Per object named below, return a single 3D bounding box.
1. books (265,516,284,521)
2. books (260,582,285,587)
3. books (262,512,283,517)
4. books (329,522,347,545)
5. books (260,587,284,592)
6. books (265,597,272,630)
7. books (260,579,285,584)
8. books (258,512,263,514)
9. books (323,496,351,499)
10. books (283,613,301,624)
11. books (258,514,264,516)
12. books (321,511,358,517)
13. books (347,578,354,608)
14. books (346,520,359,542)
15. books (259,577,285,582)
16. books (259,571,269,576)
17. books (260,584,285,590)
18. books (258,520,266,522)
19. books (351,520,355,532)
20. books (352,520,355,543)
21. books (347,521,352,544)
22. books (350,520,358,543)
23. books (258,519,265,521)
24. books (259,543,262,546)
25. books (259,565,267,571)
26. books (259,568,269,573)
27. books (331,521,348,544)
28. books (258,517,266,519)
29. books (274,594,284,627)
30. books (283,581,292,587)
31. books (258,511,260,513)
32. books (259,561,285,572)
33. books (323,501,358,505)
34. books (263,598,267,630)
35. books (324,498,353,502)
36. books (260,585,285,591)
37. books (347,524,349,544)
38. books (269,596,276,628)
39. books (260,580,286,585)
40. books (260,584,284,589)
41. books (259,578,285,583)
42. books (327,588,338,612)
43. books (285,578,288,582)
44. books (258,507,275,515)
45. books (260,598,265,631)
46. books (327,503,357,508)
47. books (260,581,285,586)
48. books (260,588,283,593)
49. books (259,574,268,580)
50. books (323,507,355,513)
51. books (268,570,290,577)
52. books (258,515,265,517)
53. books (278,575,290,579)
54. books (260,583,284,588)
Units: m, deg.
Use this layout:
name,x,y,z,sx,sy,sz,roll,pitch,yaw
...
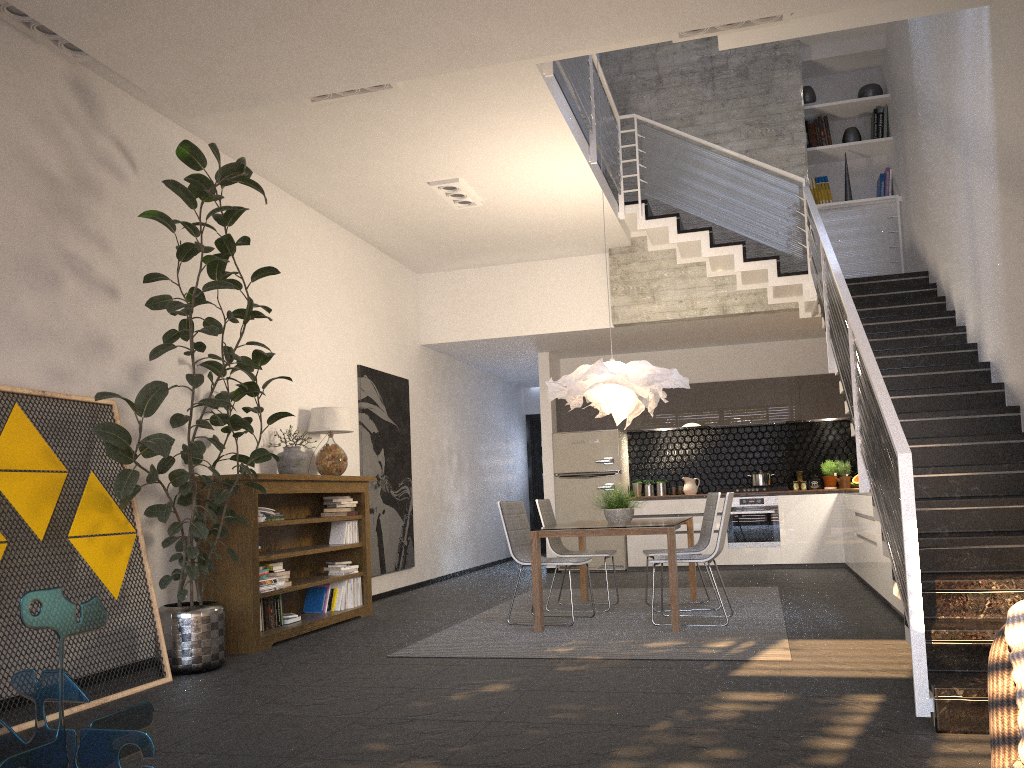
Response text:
name,x,y,z,sx,sy,sz,roll,pitch,yaw
books,-1.776,0.967,6.344,0.180,0.034,0.244,-5,-8,18
books,-1.749,1.386,6.116,0.219,0.006,0.306,-5,-8,20
books,-1.774,0.937,6.336,0.166,0.023,0.228,-5,-8,19
books,-1.436,1.233,7.316,0.135,0.181,0.078,-4,-5,15
books,-1.744,1.416,6.103,0.219,0.007,0.306,-5,-8,20
books,-1.790,1.617,6.236,0.171,0.224,0.083,-4,-5,15
books,-1.747,1.367,6.116,0.219,0.007,0.306,-5,-8,19
books,-1.862,0.899,6.124,0.252,0.011,0.320,-1,-7,-13
books,-1.473,0.958,7.460,0.205,0.022,0.156,-2,-7,0
books,-1.680,1.733,6.531,0.270,0.050,0.259,2,-8,-29
books,-1.851,0.911,6.139,0.252,0.011,0.320,-1,-7,-13
books,-1.440,1.087,7.401,0.230,0.034,0.287,-3,-7,8
books,-1.395,1.728,7.316,0.175,0.242,0.024,-4,-4,15
books,-1.372,1.257,7.545,0.135,0.188,0.031,-4,-4,15
books,-1.750,1.351,6.120,0.219,0.013,0.306,-5,-8,20
books,-1.812,1.322,6.154,0.175,0.023,0.251,-2,-7,1
books,-1.744,1.401,6.104,0.219,0.013,0.306,-5,-8,20
books,-1.841,0.953,6.137,0.252,0.011,0.320,-1,-7,-11
books,-1.400,1.253,7.508,0.136,0.188,0.018,-4,-4,15
books,-1.393,1.248,7.470,0.135,0.188,0.015,-4,-4,15
books,-1.404,1.240,7.405,0.136,0.188,0.018,-4,-4,15
books,-1.380,1.254,7.523,0.136,0.188,0.018,-4,-4,15
books,-1.845,0.944,6.147,0.252,0.011,0.320,0,-8,-15
books,-1.855,1.112,6.087,0.163,0.023,0.232,-4,-8,16
books,-1.830,1.284,6.165,0.193,0.028,0.247,-2,-7,-5
books,-1.827,1.305,6.165,0.192,0.014,0.256,-3,-7,3
books,-1.437,1.238,7.375,0.136,0.188,0.018,-4,-4,15
books,-1.850,0.936,6.165,0.252,0.011,0.320,0,-8,-18
books,-1.744,1.622,6.359,0.167,0.240,0.104,-4,-5,15
books,-1.741,1.447,6.381,0.243,0.034,0.180,-5,-7,17
books,-1.866,0.888,6.117,0.252,0.011,0.320,-1,-7,-8
books,-1.768,1.322,6.400,0.217,0.069,0.158,-6,-7,25
books,-1.448,1.003,7.470,0.244,0.019,0.175,-8,-9,40
books,-1.804,1.603,6.186,0.171,0.240,0.055,-4,-5,15
books,-1.465,0.980,7.457,0.175,0.023,0.244,2,-8,-29
books,-1.744,1.409,6.105,0.219,0.008,0.306,-5,-8,20
books,-1.416,1.253,7.389,0.120,0.158,0.016,-4,-4,15
books,-1.774,1.615,6.294,0.171,0.240,0.085,-4,-5,15
books,-1.744,1.373,6.115,0.219,0.007,0.306,-5,-8,19
books,-1.750,1.396,6.107,0.219,0.008,0.289,-5,-8,21
books,-1.751,1.359,6.118,0.219,0.007,0.306,-5,-8,20
books,-1.492,1.740,7.124,0.146,0.182,0.147,-4,-6,18
books,-1.751,1.418,6.379,0.227,0.023,0.167,-4,-7,13
books,-1.854,0.884,6.197,0.273,0.108,0.323,3,-9,-39
books,-1.815,1.597,6.129,0.167,0.240,0.099,-4,-5,15
books,-1.439,1.027,7.469,0.179,0.029,0.226,2,-9,-32
books,-1.747,1.380,6.112,0.219,0.008,0.289,-5,-8,19
books,-1.744,1.423,6.104,0.219,0.008,0.306,-4,-8,15
books,-1.811,1.345,6.152,0.175,0.023,0.251,-2,-7,-4
books,0.525,-2.165,9.048,5.395,6.680,0.362,1,-5,-34
books,-1.748,1.370,6.397,0.225,0.029,0.180,-5,-8,18
books,-1.853,0.920,6.122,0.252,0.011,0.320,-2,-7,-3
books,-1.758,1.396,6.394,0.243,0.023,0.175,-5,-8,22
books,-1.751,1.390,6.108,0.219,0.008,0.289,-5,-8,21
